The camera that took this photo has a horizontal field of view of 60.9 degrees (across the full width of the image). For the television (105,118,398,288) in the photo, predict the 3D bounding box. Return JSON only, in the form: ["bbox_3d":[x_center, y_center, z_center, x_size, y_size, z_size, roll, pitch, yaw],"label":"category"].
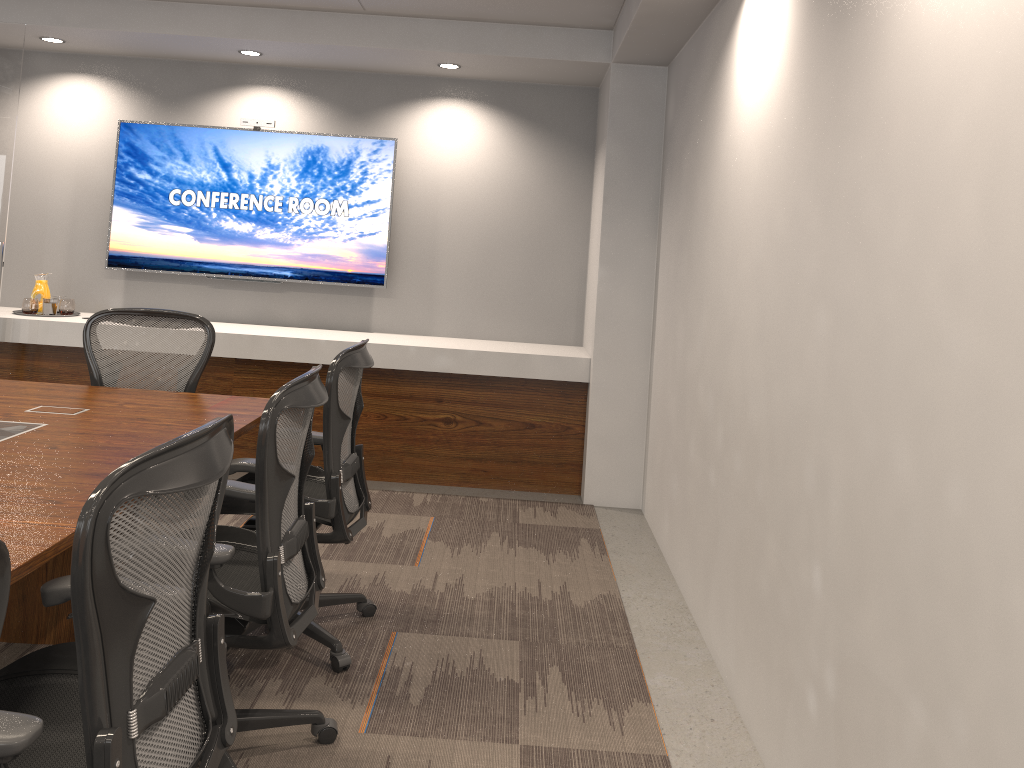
[{"bbox_3d":[-1.762,-1.251,5.924,1.908,1.112,0.064,4,-2,1],"label":"television"}]

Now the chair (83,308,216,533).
[{"bbox_3d":[-1.628,0.242,3.687,0.768,1.092,0.796,4,1,-16],"label":"chair"}]

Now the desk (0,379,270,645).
[{"bbox_3d":[-1.711,0.842,0.701,1.403,0.750,6.094,4,8,0],"label":"desk"}]

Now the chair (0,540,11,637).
[{"bbox_3d":[-0.912,0.722,0.777,0.761,1.092,0.803,4,1,2],"label":"chair"}]

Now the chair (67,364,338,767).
[{"bbox_3d":[-0.879,0.484,2.397,0.764,1.092,0.800,4,1,11],"label":"chair"}]

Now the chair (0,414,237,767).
[{"bbox_3d":[-0.855,0.611,1.554,0.790,1.092,0.774,4,1,-14],"label":"chair"}]

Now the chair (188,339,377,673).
[{"bbox_3d":[-0.877,0.366,3.195,0.761,1.092,0.803,4,1,2],"label":"chair"}]
